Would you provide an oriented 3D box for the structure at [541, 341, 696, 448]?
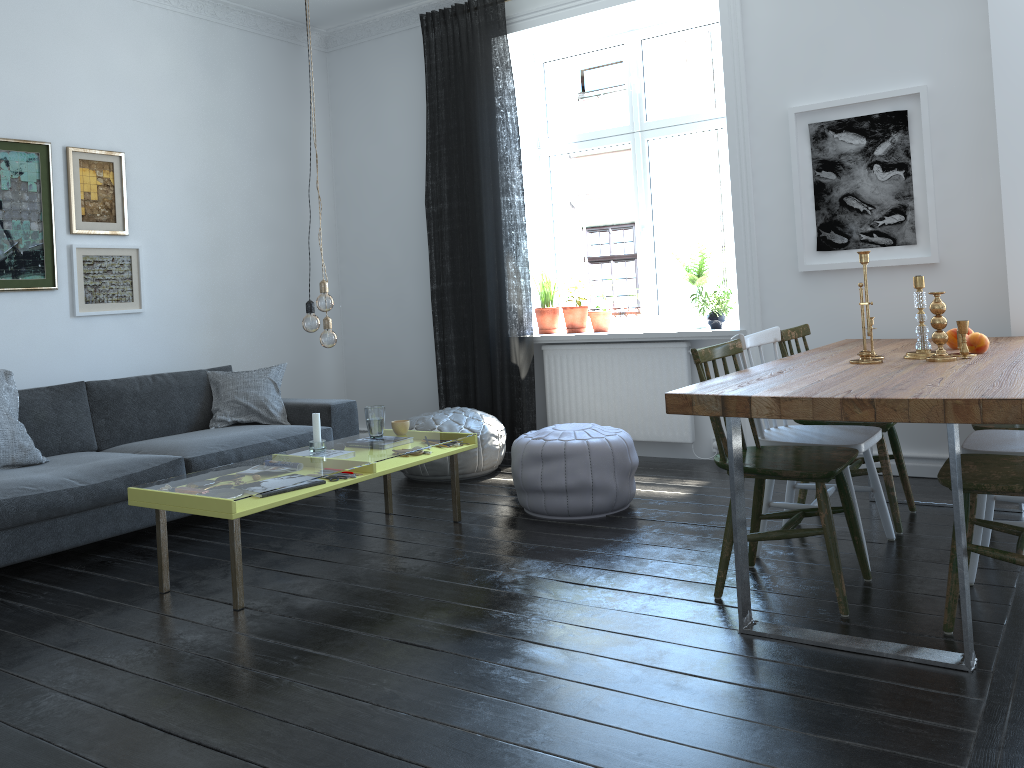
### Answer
[{"bbox_3d":[0.662,0.061,5.456,1.062,0.629,0.073,-1,1,34],"label":"structure"}]

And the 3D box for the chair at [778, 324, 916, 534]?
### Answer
[{"bbox_3d":[1.416,0.160,3.778,0.484,0.829,0.469,-3,1,33],"label":"chair"}]

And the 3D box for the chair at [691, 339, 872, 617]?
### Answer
[{"bbox_3d":[0.890,0.271,2.959,0.484,0.828,0.469,-3,1,33],"label":"chair"}]

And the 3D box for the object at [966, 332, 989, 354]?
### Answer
[{"bbox_3d":[1.760,-0.153,3.336,0.089,0.084,0.084,-6,3,-43],"label":"object"}]

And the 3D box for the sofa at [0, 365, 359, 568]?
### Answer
[{"bbox_3d":[-1.970,0.344,4.463,1.081,0.723,2.387,-1,5,34],"label":"sofa"}]

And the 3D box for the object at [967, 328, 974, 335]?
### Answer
[{"bbox_3d":[1.865,-0.193,3.631,0.083,0.090,0.088,-3,2,24],"label":"object"}]

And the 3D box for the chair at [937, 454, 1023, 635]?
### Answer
[{"bbox_3d":[1.506,0.276,2.543,0.484,0.829,0.469,-3,1,33],"label":"chair"}]

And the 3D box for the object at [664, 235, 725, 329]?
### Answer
[{"bbox_3d":[1.141,-0.622,5.402,0.328,0.566,0.393,-3,1,-2],"label":"object"}]

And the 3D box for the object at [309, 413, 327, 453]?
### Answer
[{"bbox_3d":[-0.861,0.211,3.888,0.075,0.174,0.074,-3,0,-21],"label":"object"}]

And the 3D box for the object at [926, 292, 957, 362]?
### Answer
[{"bbox_3d":[1.524,-0.204,3.142,0.101,0.248,0.100,-3,0,-32],"label":"object"}]

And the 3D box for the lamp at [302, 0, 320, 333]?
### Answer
[{"bbox_3d":[-0.869,-0.961,3.667,0.086,1.499,0.074,-3,-1,-5],"label":"lamp"}]

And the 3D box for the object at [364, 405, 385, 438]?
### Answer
[{"bbox_3d":[-0.650,0.181,4.196,0.097,0.146,0.097,-3,1,-5],"label":"object"}]

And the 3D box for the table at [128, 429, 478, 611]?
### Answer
[{"bbox_3d":[-0.790,0.511,3.708,0.599,0.399,1.409,-1,6,34],"label":"table"}]

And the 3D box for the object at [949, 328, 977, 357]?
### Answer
[{"bbox_3d":[1.669,-0.159,3.276,0.102,0.114,0.103,-3,2,20],"label":"object"}]

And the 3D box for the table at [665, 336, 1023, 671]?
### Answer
[{"bbox_3d":[1.514,0.260,3.248,1.015,0.716,2.240,-1,5,34],"label":"table"}]

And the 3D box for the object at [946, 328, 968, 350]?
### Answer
[{"bbox_3d":[1.805,-0.182,3.573,0.083,0.088,0.091,-5,3,-30],"label":"object"}]

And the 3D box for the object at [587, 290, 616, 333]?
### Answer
[{"bbox_3d":[0.586,-0.477,5.729,0.194,0.278,0.177,-3,1,1],"label":"object"}]

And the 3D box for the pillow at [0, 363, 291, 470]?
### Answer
[{"bbox_3d":[-2.036,0.099,4.582,0.477,0.492,2.067,-2,5,39],"label":"pillow"}]

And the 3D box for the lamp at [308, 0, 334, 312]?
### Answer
[{"bbox_3d":[-0.829,-1.050,3.716,0.074,1.499,0.074,-3,-1,-9],"label":"lamp"}]

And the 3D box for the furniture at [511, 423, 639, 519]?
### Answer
[{"bbox_3d":[0.307,0.411,4.278,0.613,0.419,0.613,-2,4,28],"label":"furniture"}]

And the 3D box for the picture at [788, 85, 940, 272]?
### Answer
[{"bbox_3d":[1.826,-1.051,4.596,0.686,0.889,0.083,-2,0,34],"label":"picture"}]

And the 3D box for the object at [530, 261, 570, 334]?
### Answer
[{"bbox_3d":[0.253,-0.593,5.981,0.299,0.500,0.334,-3,1,17],"label":"object"}]

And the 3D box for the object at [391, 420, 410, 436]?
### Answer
[{"bbox_3d":[-0.534,0.212,4.225,0.087,0.067,0.087,-5,3,-28],"label":"object"}]

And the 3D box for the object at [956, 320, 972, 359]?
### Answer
[{"bbox_3d":[1.621,-0.157,3.157,0.049,0.139,0.049,-4,-1,34],"label":"object"}]

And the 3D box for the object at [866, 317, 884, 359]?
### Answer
[{"bbox_3d":[1.369,-0.174,3.353,0.080,0.160,0.080,-3,0,-9],"label":"object"}]

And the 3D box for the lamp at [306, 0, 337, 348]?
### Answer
[{"bbox_3d":[-0.820,-0.900,3.756,0.074,1.499,0.088,-3,-1,-32],"label":"lamp"}]

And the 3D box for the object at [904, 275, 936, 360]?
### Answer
[{"bbox_3d":[1.531,-0.251,3.295,0.140,0.311,0.140,-3,0,-14],"label":"object"}]

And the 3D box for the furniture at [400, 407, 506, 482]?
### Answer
[{"bbox_3d":[-0.378,0.344,5.286,0.678,0.382,0.683,-1,5,34],"label":"furniture"}]

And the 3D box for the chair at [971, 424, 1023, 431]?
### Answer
[{"bbox_3d":[2.032,0.164,3.361,0.484,0.828,0.469,-3,1,33],"label":"chair"}]

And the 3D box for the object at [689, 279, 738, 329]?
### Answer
[{"bbox_3d":[1.212,-0.473,5.221,0.284,0.295,0.287,-2,3,38],"label":"object"}]

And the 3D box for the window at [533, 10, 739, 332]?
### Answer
[{"bbox_3d":[0.845,-1.356,5.811,1.564,1.990,0.107,-2,0,34],"label":"window"}]

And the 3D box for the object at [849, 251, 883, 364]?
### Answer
[{"bbox_3d":[1.283,-0.280,3.225,0.114,0.411,0.113,-3,-1,-4],"label":"object"}]

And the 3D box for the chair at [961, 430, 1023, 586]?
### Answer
[{"bbox_3d":[1.794,0.212,2.941,0.508,0.843,0.468,-3,1,34],"label":"chair"}]

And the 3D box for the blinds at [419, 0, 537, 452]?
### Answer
[{"bbox_3d":[-0.263,-1.033,5.823,0.801,2.978,0.112,-4,-1,33],"label":"blinds"}]

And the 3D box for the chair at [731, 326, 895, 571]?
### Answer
[{"bbox_3d":[1.128,0.208,3.380,0.508,0.843,0.468,-3,1,34],"label":"chair"}]

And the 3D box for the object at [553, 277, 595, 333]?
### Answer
[{"bbox_3d":[0.426,-0.527,5.859,0.235,0.370,0.257,-4,1,-44],"label":"object"}]
